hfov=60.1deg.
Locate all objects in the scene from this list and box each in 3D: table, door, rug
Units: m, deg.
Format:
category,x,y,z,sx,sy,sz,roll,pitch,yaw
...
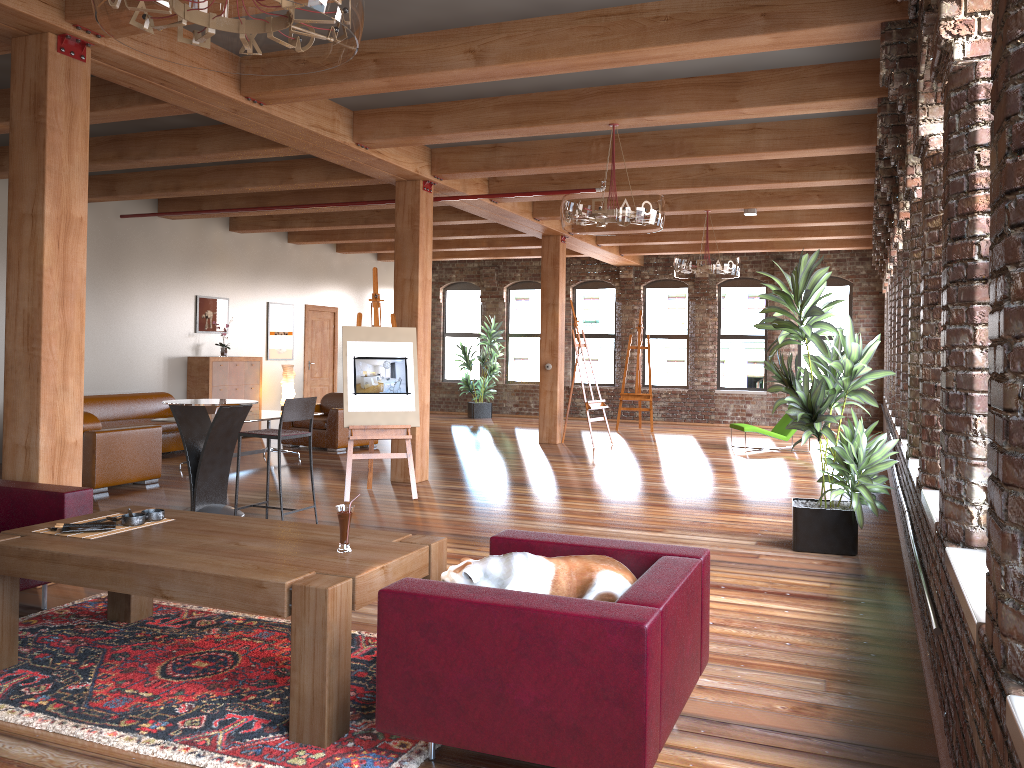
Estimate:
category,x,y,z,sx,sy,sz,roll,pitch,yaw
table,-1.258,0.917,3.686,1.751,0.550,0.900,2,2,22
door,-3.478,-0.340,15.861,0.226,2.121,1.030,1,0,22
table,-2.394,0.600,7.023,0.721,0.925,0.722,1,1,-43
rug,-1.308,1.188,3.694,2.463,0.009,1.344,2,2,22
table,-3.109,0.648,10.227,0.940,0.560,1.871,1,2,22

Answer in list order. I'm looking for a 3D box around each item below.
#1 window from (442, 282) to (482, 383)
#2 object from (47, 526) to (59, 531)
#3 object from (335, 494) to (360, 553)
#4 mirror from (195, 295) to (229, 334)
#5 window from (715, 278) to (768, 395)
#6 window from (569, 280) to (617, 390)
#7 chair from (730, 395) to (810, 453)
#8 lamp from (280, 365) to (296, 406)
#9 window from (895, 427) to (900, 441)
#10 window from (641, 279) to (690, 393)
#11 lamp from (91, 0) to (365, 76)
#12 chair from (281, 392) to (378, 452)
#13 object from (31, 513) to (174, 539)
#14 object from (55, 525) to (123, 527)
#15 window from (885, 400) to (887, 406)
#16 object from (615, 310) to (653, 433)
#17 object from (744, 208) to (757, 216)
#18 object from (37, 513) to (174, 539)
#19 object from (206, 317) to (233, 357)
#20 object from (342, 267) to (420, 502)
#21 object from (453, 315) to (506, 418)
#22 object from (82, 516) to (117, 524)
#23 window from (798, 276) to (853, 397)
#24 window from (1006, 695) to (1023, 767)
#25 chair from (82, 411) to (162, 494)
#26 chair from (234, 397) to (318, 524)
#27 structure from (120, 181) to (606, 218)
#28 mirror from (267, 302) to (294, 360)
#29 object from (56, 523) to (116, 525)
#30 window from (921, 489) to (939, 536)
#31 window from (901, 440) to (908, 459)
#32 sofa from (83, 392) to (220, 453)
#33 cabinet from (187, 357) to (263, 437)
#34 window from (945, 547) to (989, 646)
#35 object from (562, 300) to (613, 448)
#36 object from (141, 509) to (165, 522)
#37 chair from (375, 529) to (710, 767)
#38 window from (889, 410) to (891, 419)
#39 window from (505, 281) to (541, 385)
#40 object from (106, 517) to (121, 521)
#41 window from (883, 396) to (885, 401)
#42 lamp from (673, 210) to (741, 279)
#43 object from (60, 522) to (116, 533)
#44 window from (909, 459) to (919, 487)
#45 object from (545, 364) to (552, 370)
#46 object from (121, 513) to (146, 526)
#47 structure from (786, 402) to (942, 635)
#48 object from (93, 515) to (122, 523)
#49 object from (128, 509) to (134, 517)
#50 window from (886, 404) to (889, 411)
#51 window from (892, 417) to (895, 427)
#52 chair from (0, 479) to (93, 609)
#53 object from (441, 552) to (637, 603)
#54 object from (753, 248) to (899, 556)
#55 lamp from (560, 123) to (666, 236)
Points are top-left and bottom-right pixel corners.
category,x,y,z,sx,sy,sz,roll,pitch,yaw
window,-1.056,-1.117,19.163,0.968,2.170,0.086,1,-1,22
object,-1.948,0.615,3.766,0.018,0.021,0.059,1,2,8
object,-0.651,0.544,3.473,0.076,0.232,0.095,1,0,-35
mirror,-4.454,-1.025,13.185,0.025,0.548,0.694,1,1,22
window,4.394,-0.925,16.904,0.968,2.219,0.218,1,-1,22
window,1.668,-1.003,17.997,0.968,2.228,0.221,1,-1,22
chair,3.706,0.549,12.768,0.956,0.796,0.680,1,1,-3
lamp,-3.513,0.237,13.926,0.270,1.114,0.261,1,0,-23
window,3.651,-0.622,8.079,0.232,2.216,0.968,1,0,22
window,3.028,-0.962,17.451,0.968,2.228,0.221,1,-1,22
lamp,-0.863,-1.488,2.759,0.809,0.815,0.809,1,1,-27
chair,-2.511,0.500,12.215,1.064,0.735,0.830,2,1,32
object,-1.790,0.624,3.909,0.352,0.001,0.469,2,2,22
object,-1.808,0.606,3.788,0.270,0.008,0.007,0,1,-12
window,5.834,-0.782,13.524,0.231,2.216,0.968,1,0,22
object,2.232,-0.251,15.674,0.662,2.141,0.684,1,0,17
object,2.895,-2.093,10.752,0.145,0.072,0.147,2,2,22
object,-1.791,0.624,3.909,0.332,0.003,0.471,2,2,22
object,-4.285,-0.698,13.090,0.370,0.589,0.298,1,0,16
object,-1.238,-0.041,8.262,0.701,2.141,0.685,1,0,-18
object,-0.668,-0.365,18.142,1.080,2.104,0.966,1,0,0
object,-1.872,0.616,3.974,0.007,0.008,0.270,1,2,17
window,5.774,-0.883,16.351,0.968,2.219,0.218,1,-1,22
window,0.923,-0.422,1.273,0.235,2.216,0.968,1,0,22
chair,-4.108,0.604,8.591,1.064,0.735,0.830,1,1,22
chair,-1.772,0.587,6.677,0.467,0.982,0.430,1,0,22
structure,-2.189,-2.130,10.398,6.810,0.112,0.051,2,0,22
mirror,-3.841,-0.868,14.720,0.025,0.952,0.694,1,0,22
object,-1.821,0.605,3.813,0.270,0.008,0.007,1,1,-4
window,2.014,-0.502,3.995,0.235,2.216,0.968,1,0,22
window,3.106,-0.582,6.717,0.235,2.216,0.968,1,0,22
sofa,-4.734,0.508,10.990,0.951,0.735,2.413,1,2,22
cabinet,-4.254,0.200,13.180,0.419,1.209,1.186,1,1,22
window,1.469,-0.462,2.634,0.235,2.216,0.968,1,0,22
object,1.059,-0.176,13.071,0.685,2.141,0.661,1,0,32
object,-1.636,0.599,4.037,0.099,0.043,0.099,-1,2,-42
chair,0.170,0.936,3.109,0.866,0.593,1.071,1,2,22
window,4.742,-0.702,10.804,0.230,2.216,0.968,1,0,22
window,0.329,-1.075,18.607,0.968,2.170,0.086,1,-1,22
object,-1.786,0.604,4.015,0.045,0.030,0.153,1,2,6
window,6.390,-0.823,14.910,0.232,2.216,0.968,1,0,22
lamp,2.402,-1.727,10.902,0.809,0.815,0.810,0,1,-32
object,-1.812,0.618,3.793,0.213,0.018,0.154,0,2,-23
window,2.560,-0.542,5.355,0.235,2.216,0.968,1,0,22
object,0.534,-0.254,13.077,0.095,0.095,0.061,1,0,22
object,-1.677,0.602,3.926,0.099,0.043,0.099,0,2,-30
structure,4.117,0.630,9.663,1.633,0.313,13.709,1,2,15
object,-1.841,0.615,4.002,0.007,0.008,0.270,1,2,11
object,-1.670,0.577,3.897,0.045,0.080,0.137,1,1,-13
window,5.288,-0.742,12.161,0.233,2.216,0.968,1,0,22
window,4.199,-0.662,9.440,0.236,2.216,0.968,1,0,22
chair,-2.805,0.845,4.328,0.866,0.593,1.071,1,2,22
object,0.083,0.754,3.215,0.754,0.297,0.365,1,1,-7
object,2.266,0.108,6.257,0.967,2.104,1.080,1,0,35
lamp,0.784,-1.609,6.867,0.809,0.815,0.810,1,1,-26
